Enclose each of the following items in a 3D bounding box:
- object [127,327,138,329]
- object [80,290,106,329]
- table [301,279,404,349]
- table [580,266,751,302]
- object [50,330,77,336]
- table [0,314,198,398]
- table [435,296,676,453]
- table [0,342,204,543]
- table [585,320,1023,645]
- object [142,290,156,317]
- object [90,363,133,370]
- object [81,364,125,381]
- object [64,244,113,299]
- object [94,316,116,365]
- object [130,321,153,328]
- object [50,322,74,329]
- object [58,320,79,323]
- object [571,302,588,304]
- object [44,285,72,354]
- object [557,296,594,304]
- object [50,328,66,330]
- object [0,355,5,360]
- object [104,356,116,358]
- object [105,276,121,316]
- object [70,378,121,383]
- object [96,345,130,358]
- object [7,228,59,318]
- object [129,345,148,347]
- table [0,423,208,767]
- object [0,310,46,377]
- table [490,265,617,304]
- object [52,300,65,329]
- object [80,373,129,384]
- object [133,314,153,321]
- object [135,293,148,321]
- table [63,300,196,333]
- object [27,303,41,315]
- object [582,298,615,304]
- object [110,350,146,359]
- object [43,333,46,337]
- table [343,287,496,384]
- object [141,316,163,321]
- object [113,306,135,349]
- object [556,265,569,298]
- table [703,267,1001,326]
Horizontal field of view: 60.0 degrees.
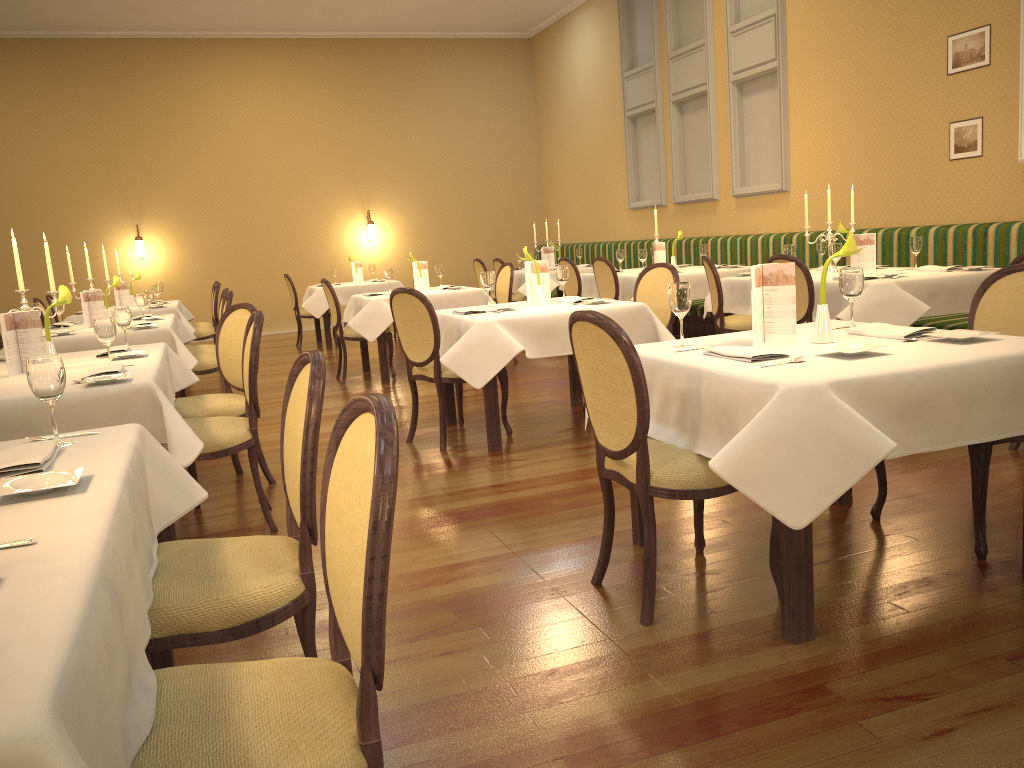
[{"bbox_3d":[-2.641,-0.400,6.265,0.181,0.015,0.038,-7,10,-17],"label":"object"},{"bbox_3d":[-3.180,-0.562,6.705,0.081,0.277,0.166,4,13,42],"label":"object"},{"bbox_3d":[-2.064,-0.932,11.574,1.389,0.759,1.395,-7,10,-17],"label":"table"},{"bbox_3d":[1.480,-0.752,8.830,1.385,0.759,2.152,-8,10,-19],"label":"table"},{"bbox_3d":[-3.113,-0.349,6.153,0.160,0.024,0.160,-8,10,-19],"label":"object"},{"bbox_3d":[-3.132,-0.064,6.818,1.385,0.759,2.152,-8,10,-19],"label":"table"},{"bbox_3d":[0.125,-0.103,5.530,1.389,0.759,1.395,-7,10,-17],"label":"table"},{"bbox_3d":[-2.122,0.318,4.029,1.385,0.759,2.152,-8,10,-19],"label":"table"},{"bbox_3d":[1.036,0.243,3.014,1.389,0.759,1.395,-7,10,-17],"label":"table"},{"bbox_3d":[-3.077,-0.682,7.519,0.088,0.229,0.088,1,11,28],"label":"object"},{"bbox_3d":[-1.768,-0.076,3.907,0.185,0.010,0.017,-7,10,-18],"label":"object"},{"bbox_3d":[-1.674,-0.047,3.635,0.142,0.033,0.273,-8,10,-19],"label":"object"},{"bbox_3d":[-3.272,-0.776,6.894,0.131,0.655,0.390,-2,10,15],"label":"object"},{"bbox_3d":[-1.740,-0.174,3.814,0.088,0.229,0.088,1,11,28],"label":"object"},{"bbox_3d":[-2.684,-0.429,6.424,0.142,0.033,0.273,-8,10,-19],"label":"object"},{"bbox_3d":[-3.598,-0.469,7.092,0.142,0.033,0.273,-8,10,-19],"label":"object"},{"bbox_3d":[-3.701,-0.508,7.392,0.160,0.024,0.160,-8,10,-19],"label":"object"},{"bbox_3d":[0.440,-0.498,5.423,0.181,0.015,0.038,-7,10,-17],"label":"object"},{"bbox_3d":[-2.055,-0.254,3.999,0.163,0.375,0.076,-4,9,3],"label":"object"},{"bbox_3d":[0.398,-0.528,5.582,0.142,0.033,0.273,-8,10,-19],"label":"object"},{"bbox_3d":[-3.484,-0.425,6.824,0.185,0.010,0.017,-8,10,-19],"label":"object"},{"bbox_3d":[-2.691,-0.126,4.603,0.160,0.024,0.160,-8,10,-19],"label":"object"},{"bbox_3d":[-1.938,-0.140,4.378,0.185,0.010,0.017,-7,10,-18],"label":"object"},{"bbox_3d":[-3.065,-0.636,6.788,0.163,0.375,0.076,-4,9,3],"label":"object"},{"bbox_3d":[-1.631,-0.017,3.476,0.181,0.015,0.038,-7,10,-17],"label":"object"},{"bbox_3d":[-2.036,-0.166,4.528,0.142,0.033,0.273,-8,10,-19],"label":"object"},{"bbox_3d":[-2.262,-0.394,4.106,0.131,0.655,0.390,-2,10,15],"label":"object"},{"bbox_3d":[-2.084,-0.206,4.832,0.181,0.015,0.038,-7,10,-17],"label":"object"},{"bbox_3d":[-1.219,0.660,1.535,1.385,0.759,2.152,-8,10,-19],"label":"table"},{"bbox_3d":[-2.170,-0.180,3.916,0.081,0.277,0.166,4,13,42],"label":"object"},{"bbox_3d":[0.486,-1.128,11.574,1.385,0.759,2.152,-8,10,-19],"label":"table"},{"bbox_3d":[-3.520,-0.547,6.906,0.088,0.229,0.088,0,10,23],"label":"object"},{"bbox_3d":[-1.554,-0.014,3.394,0.160,0.024,0.160,-8,10,-19],"label":"object"},{"bbox_3d":[-3.046,-0.549,7.317,0.142,0.033,0.273,-8,10,-19],"label":"object"},{"bbox_3d":[-2.750,-0.556,6.603,0.088,0.229,0.088,1,11,28],"label":"object"},{"bbox_3d":[-4.152,-0.450,9.633,1.385,0.759,2.152,-8,10,-19],"label":"table"},{"bbox_3d":[-3.410,-0.463,6.346,0.088,0.229,0.088,1,11,28],"label":"object"},{"bbox_3d":[0.518,-0.495,5.341,0.160,0.024,0.160,-8,10,-19],"label":"object"},{"bbox_3d":[-1.853,-0.136,4.274,0.160,0.024,0.160,-8,10,-19],"label":"object"},{"bbox_3d":[-3.325,-0.337,6.191,0.142,0.024,0.273,-8,10,-19],"label":"object"},{"bbox_3d":[-0.902,-0.491,8.366,1.389,0.759,1.395,-7,10,-17],"label":"table"},{"bbox_3d":[-2.863,-0.518,7.063,0.160,0.024,0.160,-8,10,-19],"label":"object"},{"bbox_3d":[-2.067,-0.300,4.730,0.088,0.229,0.088,1,11,28],"label":"object"},{"bbox_3d":[0.332,-0.654,5.761,0.088,0.229,0.088,0,10,23],"label":"object"},{"bbox_3d":[2.394,-0.406,6.308,1.385,0.759,2.152,-8,10,-19],"label":"table"}]
